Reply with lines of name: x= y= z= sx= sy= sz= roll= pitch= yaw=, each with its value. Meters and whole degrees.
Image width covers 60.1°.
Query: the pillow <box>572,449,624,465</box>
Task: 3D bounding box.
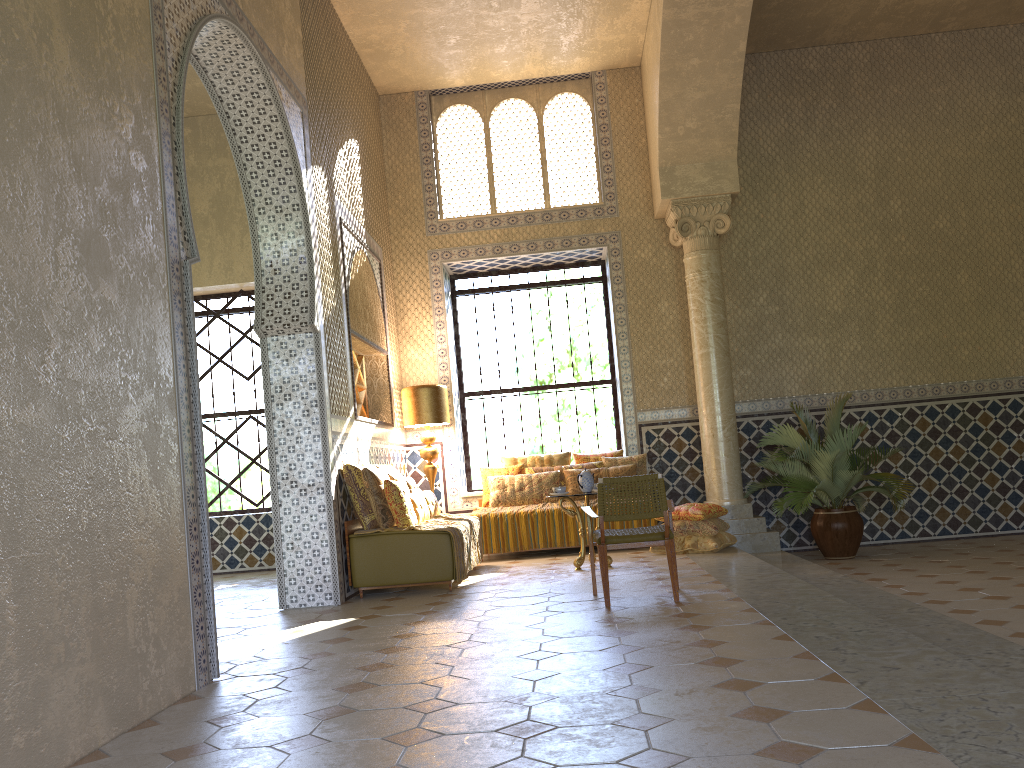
pillow: x=1.454 y=1.508 z=14.633 sx=0.856 sy=0.798 sz=0.394 roll=-5 pitch=-3 yaw=4

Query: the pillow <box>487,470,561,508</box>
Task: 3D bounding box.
pillow: x=0.203 y=1.704 z=14.191 sx=1.192 sy=0.545 sz=0.330 roll=-5 pitch=-3 yaw=4

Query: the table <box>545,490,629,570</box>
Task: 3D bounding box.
table: x=1.022 y=1.909 z=11.570 sx=1.104 sy=0.978 sz=1.101 roll=-8 pitch=-5 yaw=33

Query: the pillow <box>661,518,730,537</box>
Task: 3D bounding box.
pillow: x=2.567 y=2.068 z=12.656 sx=0.934 sy=0.346 sz=0.881 roll=-7 pitch=-6 yaw=24

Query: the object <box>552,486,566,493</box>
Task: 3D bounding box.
object: x=0.623 y=1.402 z=11.617 sx=0.183 sy=0.100 sz=0.184 roll=-3 pitch=-5 yaw=-15

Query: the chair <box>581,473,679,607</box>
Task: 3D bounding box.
chair: x=1.184 y=1.502 z=8.739 sx=0.950 sy=1.206 sz=0.909 roll=-5 pitch=-4 yaw=3

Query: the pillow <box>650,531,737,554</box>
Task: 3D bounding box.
pillow: x=2.604 y=2.267 z=12.656 sx=0.994 sy=0.367 sz=1.043 roll=-8 pitch=-6 yaw=28

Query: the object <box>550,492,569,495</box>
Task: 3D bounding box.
object: x=0.626 y=1.440 z=11.616 sx=0.255 sy=0.032 sz=0.257 roll=-3 pitch=-6 yaw=-18

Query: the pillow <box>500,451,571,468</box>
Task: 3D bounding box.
pillow: x=0.418 y=1.567 z=14.642 sx=1.192 sy=0.830 sz=0.423 roll=-5 pitch=-3 yaw=4

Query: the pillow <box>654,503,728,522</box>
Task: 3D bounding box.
pillow: x=2.565 y=1.858 z=12.656 sx=0.807 sy=0.310 sz=0.748 roll=-9 pitch=-6 yaw=37

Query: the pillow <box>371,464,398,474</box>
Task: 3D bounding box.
pillow: x=-1.705 y=1.519 z=12.328 sx=0.422 sy=0.830 sz=1.196 roll=-5 pitch=-5 yaw=3

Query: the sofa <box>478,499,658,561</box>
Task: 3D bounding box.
sofa: x=0.831 y=2.215 z=14.103 sx=2.850 sy=0.935 sz=1.278 roll=-5 pitch=-5 yaw=4

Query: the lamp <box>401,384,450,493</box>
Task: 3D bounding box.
lamp: x=-1.296 y=1.441 z=14.174 sx=0.736 sy=2.807 sz=0.740 roll=-3 pitch=-3 yaw=-27

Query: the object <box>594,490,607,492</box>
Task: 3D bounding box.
object: x=1.169 y=1.363 z=11.298 sx=0.256 sy=0.032 sz=0.257 roll=-5 pitch=-6 yaw=0

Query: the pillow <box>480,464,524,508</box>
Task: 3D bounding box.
pillow: x=-0.148 y=1.673 z=14.456 sx=0.741 sy=0.691 sz=0.341 roll=-5 pitch=-3 yaw=4

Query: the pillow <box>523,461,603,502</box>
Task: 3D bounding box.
pillow: x=0.856 y=1.611 z=14.371 sx=1.341 sy=0.614 sz=0.371 roll=-5 pitch=-3 yaw=4

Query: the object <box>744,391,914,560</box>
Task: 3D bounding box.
object: x=4.904 y=1.362 z=13.276 sx=2.640 sy=2.495 sz=2.173 roll=-4 pitch=-4 yaw=-10

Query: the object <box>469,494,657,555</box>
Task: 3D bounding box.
object: x=0.787 y=2.204 z=14.044 sx=2.886 sy=0.716 sz=1.318 roll=-5 pitch=-5 yaw=4

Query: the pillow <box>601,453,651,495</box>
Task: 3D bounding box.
pillow: x=1.848 y=1.492 z=14.329 sx=0.741 sy=0.691 sz=0.341 roll=-5 pitch=-3 yaw=4

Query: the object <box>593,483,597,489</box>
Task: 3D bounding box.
object: x=1.161 y=1.388 z=11.935 sx=0.183 sy=0.100 sz=0.184 roll=-4 pitch=-5 yaw=-8

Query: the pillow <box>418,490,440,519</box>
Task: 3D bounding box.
pillow: x=-1.191 y=1.722 z=12.461 sx=0.271 sy=0.449 sz=0.986 roll=-5 pitch=-5 yaw=3

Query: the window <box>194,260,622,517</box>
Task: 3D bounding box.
window: x=-2.387 y=0.111 z=15.751 sx=8.483 sy=3.981 sz=0.575 roll=-5 pitch=-2 yaw=0

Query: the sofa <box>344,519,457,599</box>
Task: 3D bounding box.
sofa: x=-1.193 y=2.148 z=11.689 sx=1.274 sy=0.934 sz=2.859 roll=-5 pitch=-5 yaw=3

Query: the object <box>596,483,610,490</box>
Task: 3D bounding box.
object: x=1.167 y=1.325 z=11.300 sx=0.183 sy=0.100 sz=0.184 roll=-5 pitch=-5 yaw=0

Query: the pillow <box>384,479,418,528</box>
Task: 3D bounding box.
pillow: x=-1.338 y=1.468 z=10.734 sx=0.345 sy=0.649 sz=0.687 roll=-5 pitch=-4 yaw=3

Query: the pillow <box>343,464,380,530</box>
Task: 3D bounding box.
pillow: x=-1.784 y=1.408 z=11.135 sx=0.422 sy=0.830 sz=1.196 roll=-5 pitch=-5 yaw=3

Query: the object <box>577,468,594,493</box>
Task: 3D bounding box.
object: x=0.974 y=1.266 z=11.638 sx=0.272 sy=0.323 sz=0.200 roll=-4 pitch=-3 yaw=-7

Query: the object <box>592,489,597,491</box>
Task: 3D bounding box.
object: x=1.164 y=1.426 z=11.935 sx=0.255 sy=0.032 sz=0.257 roll=-3 pitch=-6 yaw=-18

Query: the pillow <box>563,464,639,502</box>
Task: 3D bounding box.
pillow: x=1.421 y=1.593 z=14.114 sx=1.192 sy=0.545 sz=0.330 roll=-5 pitch=-3 yaw=4

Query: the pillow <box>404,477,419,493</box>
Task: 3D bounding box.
pillow: x=-1.412 y=1.611 z=12.432 sx=0.313 sy=0.636 sz=0.683 roll=-5 pitch=-4 yaw=4

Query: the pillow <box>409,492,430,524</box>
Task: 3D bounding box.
pillow: x=-1.253 y=1.636 z=11.527 sx=0.271 sy=0.449 sz=0.986 roll=-5 pitch=-5 yaw=3

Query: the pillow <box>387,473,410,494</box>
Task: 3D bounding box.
pillow: x=-1.467 y=1.507 z=11.633 sx=0.341 sy=0.691 sz=0.743 roll=-5 pitch=-4 yaw=4

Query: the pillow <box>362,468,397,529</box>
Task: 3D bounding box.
pillow: x=-1.596 y=1.410 z=10.897 sx=0.383 sy=0.778 sz=0.836 roll=-5 pitch=-4 yaw=4

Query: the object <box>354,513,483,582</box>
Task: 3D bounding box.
object: x=-1.134 y=2.133 z=11.674 sx=1.314 sy=0.716 sz=2.896 roll=-5 pitch=-5 yaw=4
